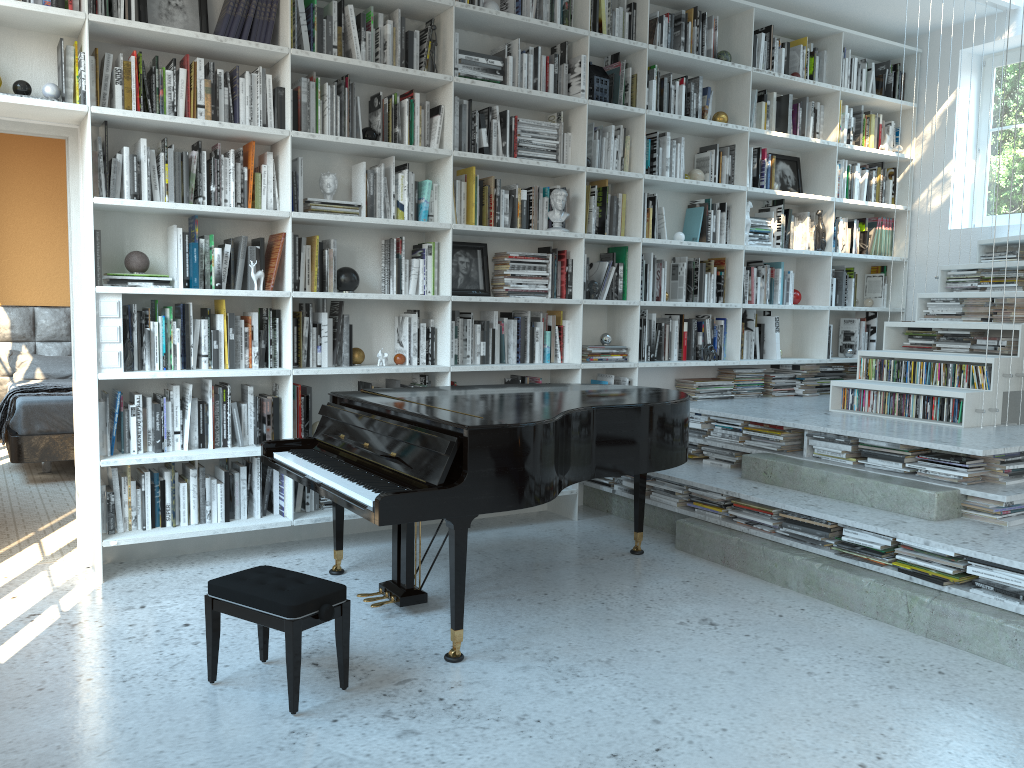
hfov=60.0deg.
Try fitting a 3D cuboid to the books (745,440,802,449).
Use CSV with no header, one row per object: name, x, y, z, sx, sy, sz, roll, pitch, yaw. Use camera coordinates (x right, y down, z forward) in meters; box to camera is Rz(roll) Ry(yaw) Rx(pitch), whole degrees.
books,1.439,0.326,4.879,0.177,0.014,0.247,-2,6,-33

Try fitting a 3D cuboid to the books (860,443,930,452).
books,1.830,0.300,4.243,0.171,0.007,0.260,-2,6,-33

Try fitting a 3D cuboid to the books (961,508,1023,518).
books,2.107,0.549,3.856,0.285,0.008,0.159,-2,6,-33

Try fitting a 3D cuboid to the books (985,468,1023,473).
books,2.223,0.379,4.048,0.210,0.012,0.168,-2,5,-30

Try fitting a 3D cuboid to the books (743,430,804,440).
books,1.441,0.276,4.875,0.179,0.017,0.292,-2,5,-30

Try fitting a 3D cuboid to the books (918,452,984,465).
books,1.986,0.336,4.017,0.149,0.014,0.228,-2,6,-33

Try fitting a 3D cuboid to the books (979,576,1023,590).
books,1.876,0.728,3.281,0.137,0.019,0.224,-2,5,-30

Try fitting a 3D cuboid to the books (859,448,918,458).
books,1.826,0.326,4.244,0.187,0.009,0.250,-2,5,-31

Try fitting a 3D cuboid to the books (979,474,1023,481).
books,2.218,0.415,4.058,0.227,0.013,0.148,-2,6,-33

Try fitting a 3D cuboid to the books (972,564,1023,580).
books,1.859,0.685,3.266,0.165,0.015,0.242,-1,5,-27

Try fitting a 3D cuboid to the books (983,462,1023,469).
books,2.233,0.358,4.030,0.230,0.015,0.189,-1,5,-26

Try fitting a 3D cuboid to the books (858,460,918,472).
books,1.833,0.388,4.254,0.154,0.007,0.292,-2,5,-28

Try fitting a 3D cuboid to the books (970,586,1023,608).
books,1.853,0.778,3.272,0.184,0.017,0.230,-2,5,-29

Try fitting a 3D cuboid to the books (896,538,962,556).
books,1.695,0.634,3.518,0.182,0.016,0.256,-2,5,-28

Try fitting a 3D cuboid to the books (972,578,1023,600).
books,1.848,0.747,3.266,0.187,0.017,0.205,-1,5,-26

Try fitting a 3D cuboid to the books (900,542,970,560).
books,1.713,0.656,3.532,0.133,0.008,0.284,-2,6,-35

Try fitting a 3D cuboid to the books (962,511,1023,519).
books,2.107,0.556,3.857,0.264,0.006,0.164,-2,5,-30

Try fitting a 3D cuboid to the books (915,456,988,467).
books,1.989,0.348,4.020,0.132,0.009,0.269,-1,5,-27

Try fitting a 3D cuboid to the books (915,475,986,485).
books,1.990,0.427,4.029,0.144,0.009,0.249,-2,5,-31

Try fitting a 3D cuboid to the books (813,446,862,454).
books,1.664,0.328,4.504,0.177,0.015,0.187,-1,5,-26

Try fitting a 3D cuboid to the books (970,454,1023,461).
books,2.224,0.327,4.042,0.228,0.009,0.159,-2,6,-35

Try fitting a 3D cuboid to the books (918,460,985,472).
books,1.993,0.369,4.024,0.137,0.012,0.242,-2,5,-30

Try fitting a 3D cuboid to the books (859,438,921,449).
books,1.818,0.278,4.233,0.189,0.022,0.237,-1,5,-26

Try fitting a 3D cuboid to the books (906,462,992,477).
books,1.972,0.382,4.013,0.184,0.014,0.297,-2,6,-32

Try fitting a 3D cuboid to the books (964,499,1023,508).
books,2.102,0.510,3.861,0.257,0.010,0.132,-1,5,-27

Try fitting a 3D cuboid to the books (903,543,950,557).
books,1.695,0.647,3.520,0.178,0.010,0.195,-1,5,-26

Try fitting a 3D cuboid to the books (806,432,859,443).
books,1.658,0.268,4.494,0.192,0.014,0.256,-2,6,-35

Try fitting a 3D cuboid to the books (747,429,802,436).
books,1.443,0.261,4.875,0.161,0.012,0.254,-1,5,-27

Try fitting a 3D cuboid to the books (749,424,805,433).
books,1.461,0.240,4.884,0.128,0.013,0.295,-2,6,-33

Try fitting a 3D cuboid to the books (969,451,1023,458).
books,2.214,0.313,4.058,0.261,0.016,0.128,-2,6,-32

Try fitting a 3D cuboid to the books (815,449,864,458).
books,1.673,0.347,4.511,0.167,0.024,0.192,-2,5,-30

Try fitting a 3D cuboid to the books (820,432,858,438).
books,1.684,0.253,4.508,0.134,0.014,0.181,-1,5,-26

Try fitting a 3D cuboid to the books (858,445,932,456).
books,1.828,0.310,4.243,0.168,0.013,0.281,-2,6,-34

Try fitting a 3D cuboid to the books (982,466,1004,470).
books,2.221,0.368,4.049,0.260,0.009,0.152,-2,5,-28

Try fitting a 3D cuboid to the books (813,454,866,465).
books,1.680,0.380,4.519,0.132,0.016,0.262,-1,5,-26

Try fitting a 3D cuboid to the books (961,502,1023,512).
books,2.109,0.522,3.851,0.292,0.012,0.159,-2,5,-28

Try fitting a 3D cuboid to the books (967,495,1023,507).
books,2.110,0.494,3.848,0.233,0.025,0.157,-2,6,-36

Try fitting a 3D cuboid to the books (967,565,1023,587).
books,1.859,0.706,3.268,0.156,0.027,0.287,-2,6,-36

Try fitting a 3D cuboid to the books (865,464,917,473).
books,1.836,0.402,4.257,0.142,0.020,0.230,-1,5,-26

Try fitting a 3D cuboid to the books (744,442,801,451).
books,1.433,0.339,4.877,0.182,0.011,0.253,-1,5,-27

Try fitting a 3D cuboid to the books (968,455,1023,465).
books,2.220,0.339,4.050,0.221,0.018,0.154,-2,5,-30

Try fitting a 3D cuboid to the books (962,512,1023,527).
books,2.117,0.572,3.841,0.262,0.023,0.200,-2,6,-33

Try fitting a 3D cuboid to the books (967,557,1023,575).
books,1.848,0.661,3.257,0.192,0.014,0.256,-2,6,-35

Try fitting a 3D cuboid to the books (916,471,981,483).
books,1.977,0.416,4.020,0.161,0.014,0.212,-1,5,-27

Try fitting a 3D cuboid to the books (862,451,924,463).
books,1.830,0.344,4.248,0.177,0.026,0.230,-2,5,-31

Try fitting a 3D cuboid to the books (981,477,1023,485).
books,2.225,0.430,4.047,0.216,0.015,0.177,-2,6,-33

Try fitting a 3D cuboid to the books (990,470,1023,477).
books,2.228,0.392,4.040,0.215,0.013,0.189,-2,6,-32

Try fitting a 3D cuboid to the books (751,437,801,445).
books,1.458,0.310,4.889,0.138,0.017,0.237,-2,6,-32

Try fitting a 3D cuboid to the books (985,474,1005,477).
books,2.215,0.402,4.061,0.207,0.012,0.131,-2,6,-35

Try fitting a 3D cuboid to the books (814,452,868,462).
books,1.688,0.365,4.522,0.136,0.013,0.258,-2,5,-31

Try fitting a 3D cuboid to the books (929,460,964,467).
books,2.012,0.357,4.034,0.091,0.011,0.189,-2,6,-33

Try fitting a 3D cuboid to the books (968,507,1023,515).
books,2.111,0.535,3.849,0.210,0.012,0.168,-1,5,-27

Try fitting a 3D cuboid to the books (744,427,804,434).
books,1.438,0.251,4.871,0.187,0.009,0.260,-2,6,-32

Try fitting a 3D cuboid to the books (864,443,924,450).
books,1.829,0.292,4.242,0.170,0.008,0.208,-2,5,-28

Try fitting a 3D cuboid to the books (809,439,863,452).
books,1.669,0.306,4.504,0.174,0.029,0.250,-2,6,-33

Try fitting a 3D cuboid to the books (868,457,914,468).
books,1.838,0.371,4.255,0.155,0.028,0.189,-2,5,-30

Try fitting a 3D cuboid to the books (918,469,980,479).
books,1.983,0.401,4.021,0.152,0.015,0.207,-2,6,-34

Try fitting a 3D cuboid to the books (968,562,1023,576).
books,1.854,0.673,3.262,0.176,0.010,0.266,-2,6,-35

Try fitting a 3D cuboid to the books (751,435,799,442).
books,1.448,0.293,4.881,0.159,0.018,0.202,-2,6,-33

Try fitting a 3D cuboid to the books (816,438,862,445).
books,1.678,0.283,4.508,0.145,0.017,0.208,-2,6,-36
